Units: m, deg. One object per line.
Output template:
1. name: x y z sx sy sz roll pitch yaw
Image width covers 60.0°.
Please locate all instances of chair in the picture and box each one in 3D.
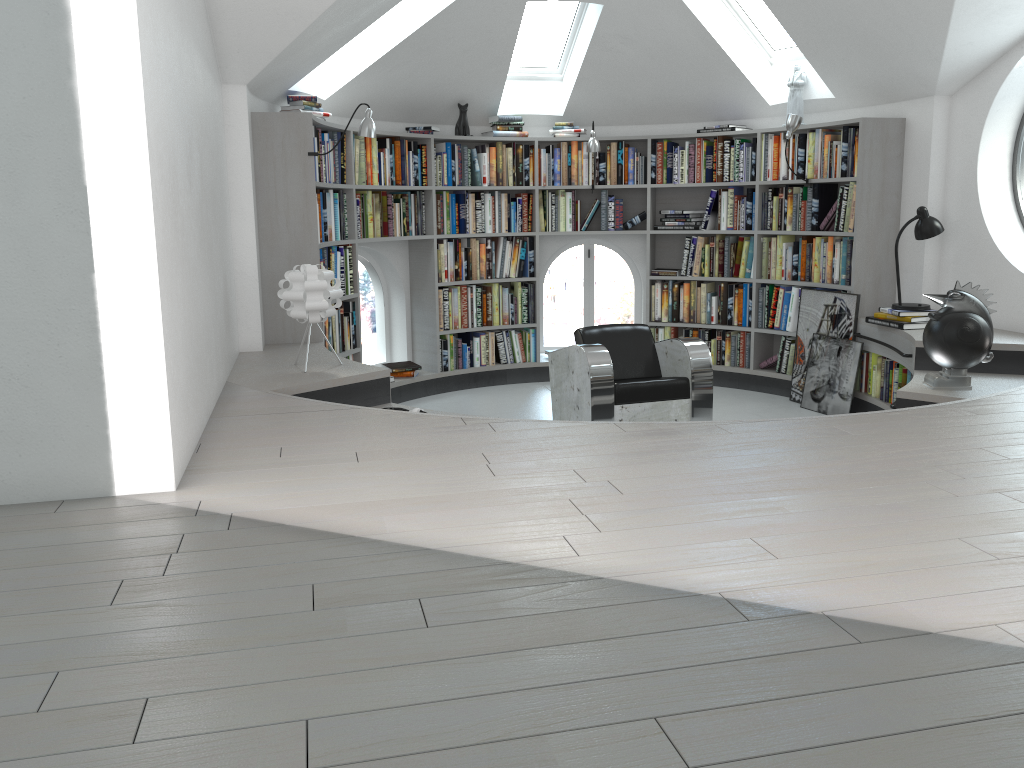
1. chair: 0.741 0.007 5.689 0.823 0.716 0.744 -4 11 -18

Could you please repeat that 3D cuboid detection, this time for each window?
1. window: 0.349 -2.714 6.477 4.056 0.710 1.942 -3 11 -13
2. window: 3.432 -1.301 5.005 0.104 1.463 1.477 -3 11 -13
3. window: -0.313 -0.691 7.547 3.235 1.145 0.619 -6 11 -27

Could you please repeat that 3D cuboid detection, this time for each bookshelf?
1. bookshelf: 0.375 -0.975 6.770 4.334 1.871 2.119 -3 11 -13

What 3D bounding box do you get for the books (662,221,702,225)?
1. books: 1.437 -1.353 7.465 0.286 0.031 0.270 4 12 22

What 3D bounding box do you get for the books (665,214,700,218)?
1. books: 1.436 -1.414 7.455 0.227 0.036 0.214 8 14 36

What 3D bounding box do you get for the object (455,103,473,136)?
1. object: -0.388 -2.125 7.158 0.147 0.263 0.203 -4 11 -16

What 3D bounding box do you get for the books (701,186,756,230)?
1. books: 1.823 -1.424 7.186 0.554 0.349 0.256 6 12 33

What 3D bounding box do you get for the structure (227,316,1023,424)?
1. structure: 0.697 0.036 5.573 4.715 0.690 4.728 6 13 31

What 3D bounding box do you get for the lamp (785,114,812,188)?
1. lamp: 2.100 -1.684 6.424 0.275 0.523 0.113 -5 11 -22

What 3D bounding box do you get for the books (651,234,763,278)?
1. books: 1.645 -1.062 7.323 0.975 0.350 0.252 5 12 29

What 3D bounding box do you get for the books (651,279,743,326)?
1. books: 1.581 -0.695 7.437 0.873 0.349 0.273 5 12 28

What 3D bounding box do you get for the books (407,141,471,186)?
1. books: -0.640 -1.750 7.090 0.683 0.344 0.265 -9 13 -35

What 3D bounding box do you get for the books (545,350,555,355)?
1. books: 0.463 -0.272 7.795 0.269 0.029 0.254 -5 12 -22

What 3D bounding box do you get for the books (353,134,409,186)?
1. books: -1.075 -1.652 6.571 0.269 0.371 0.796 5 12 30

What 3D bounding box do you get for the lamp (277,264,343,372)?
1. lamp: -1.018 -0.343 4.502 0.306 0.522 0.307 -5 11 -24

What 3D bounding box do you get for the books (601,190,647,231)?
1. books: 0.957 -1.475 7.529 0.399 0.339 0.225 0 10 7

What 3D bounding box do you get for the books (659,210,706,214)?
1. books: 1.436 -1.445 7.450 0.269 0.031 0.287 -8 13 -32

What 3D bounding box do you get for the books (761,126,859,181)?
1. books: 2.281 -1.695 6.550 0.293 0.360 1.017 -7 13 -30

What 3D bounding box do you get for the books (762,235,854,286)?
1. books: 2.306 -0.938 6.665 0.276 0.346 1.024 -6 12 -27

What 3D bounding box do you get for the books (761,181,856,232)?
1. books: 2.291 -1.316 6.603 0.280 0.356 1.056 -6 12 -27

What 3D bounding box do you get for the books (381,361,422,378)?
1. books: -0.884 -0.110 7.075 0.318 0.099 0.293 -3 11 -11

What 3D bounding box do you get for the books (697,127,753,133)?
1. books: 1.724 -2.046 7.183 0.336 0.036 0.317 8 14 39

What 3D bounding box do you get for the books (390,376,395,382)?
1. books: -1.171 -0.033 6.840 0.389 0.042 0.366 10 15 43

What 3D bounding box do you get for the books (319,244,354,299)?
1. books: -1.279 -0.724 5.840 0.260 0.357 1.025 0 11 4

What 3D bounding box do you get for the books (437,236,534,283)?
1. books: -0.265 -1.049 7.406 0.999 0.350 0.298 -7 12 -29

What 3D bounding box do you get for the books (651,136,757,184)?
1. books: 1.582 -1.824 7.240 0.970 0.366 0.307 6 12 30

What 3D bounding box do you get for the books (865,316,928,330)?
1. books: 2.579 -0.404 5.771 0.365 0.042 0.390 -3 12 -13

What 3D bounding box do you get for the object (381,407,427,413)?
1. object: -0.494 0.161 4.066 0.474 0.082 0.218 8 14 39

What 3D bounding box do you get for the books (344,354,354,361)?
1. books: -1.299 -0.004 6.025 0.283 0.318 0.923 0 11 5

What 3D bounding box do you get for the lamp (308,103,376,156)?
1. lamp: -1.022 -1.524 5.312 0.414 0.310 0.117 -4 10 -16

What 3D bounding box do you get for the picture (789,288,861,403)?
1. picture: 2.267 -0.248 6.458 0.090 0.859 0.581 -5 11 -23

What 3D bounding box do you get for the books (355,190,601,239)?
1. books: -0.379 -1.370 7.125 2.533 0.369 0.593 -8 13 -32

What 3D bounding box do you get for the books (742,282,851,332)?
1. books: 2.265 -0.573 6.781 0.304 0.357 1.188 -7 13 -31

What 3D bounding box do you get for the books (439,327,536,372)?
1. books: -0.256 -0.312 7.527 1.020 0.305 0.289 -7 12 -28

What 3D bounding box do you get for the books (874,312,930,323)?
1. books: 2.579 -0.440 5.765 0.286 0.034 0.306 -6 12 -22

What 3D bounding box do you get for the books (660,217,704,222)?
1. books: 1.437 -1.383 7.460 0.286 0.031 0.270 8 14 36

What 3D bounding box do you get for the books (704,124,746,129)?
1. books: 1.724 -2.073 7.178 0.234 0.027 0.248 -10 15 -39

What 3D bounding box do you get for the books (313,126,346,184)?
1. books: -1.319 -1.476 5.722 0.300 0.359 1.038 0 11 3

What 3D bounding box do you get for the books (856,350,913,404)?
1. books: 2.547 -0.005 5.762 0.272 0.297 1.153 -1 11 1

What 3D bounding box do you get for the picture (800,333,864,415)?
1. picture: 2.267 -0.056 6.303 0.107 0.552 0.491 -5 11 -22

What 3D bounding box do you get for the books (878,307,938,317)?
1. books: 2.579 -0.472 5.759 0.269 0.031 0.287 -1 11 -3

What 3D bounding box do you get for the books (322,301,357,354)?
1. books: -1.275 -0.130 5.672 0.390 0.692 1.649 -1 11 -3

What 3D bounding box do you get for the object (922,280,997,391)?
1. object: 2.320 -0.258 4.620 0.321 0.560 0.321 -9 13 -39

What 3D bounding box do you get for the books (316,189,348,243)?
1. books: -1.326 -1.098 5.805 0.303 0.346 1.094 0 11 3

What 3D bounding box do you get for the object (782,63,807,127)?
1. object: 2.134 -2.171 6.669 0.179 0.470 0.180 -2 10 -4

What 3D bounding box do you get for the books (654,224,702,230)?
1. books: 1.438 -1.321 7.471 0.388 0.042 0.367 5 13 27

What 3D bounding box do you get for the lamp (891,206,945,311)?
1. lamp: 2.610 -0.810 5.704 0.322 0.657 0.234 0 10 2

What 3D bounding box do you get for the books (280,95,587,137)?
1. books: -0.581 -2.000 6.761 2.821 0.172 0.749 -11 15 -42

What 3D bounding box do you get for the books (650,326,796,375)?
1. books: 1.801 -0.303 7.310 1.500 0.309 0.361 8 14 38

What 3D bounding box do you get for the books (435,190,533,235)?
1. books: -0.289 -1.429 7.380 1.029 0.357 0.302 -6 12 -27

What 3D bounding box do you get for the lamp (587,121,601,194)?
1. lamp: 0.643 -1.843 7.228 0.113 0.564 0.359 -2 10 -6

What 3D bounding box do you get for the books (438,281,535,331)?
1. books: -0.247 -0.672 7.478 1.033 0.356 0.294 -7 12 -27

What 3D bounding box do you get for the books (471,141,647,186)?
1. books: 0.371 -1.846 7.443 1.566 0.365 0.395 -2 11 -7
